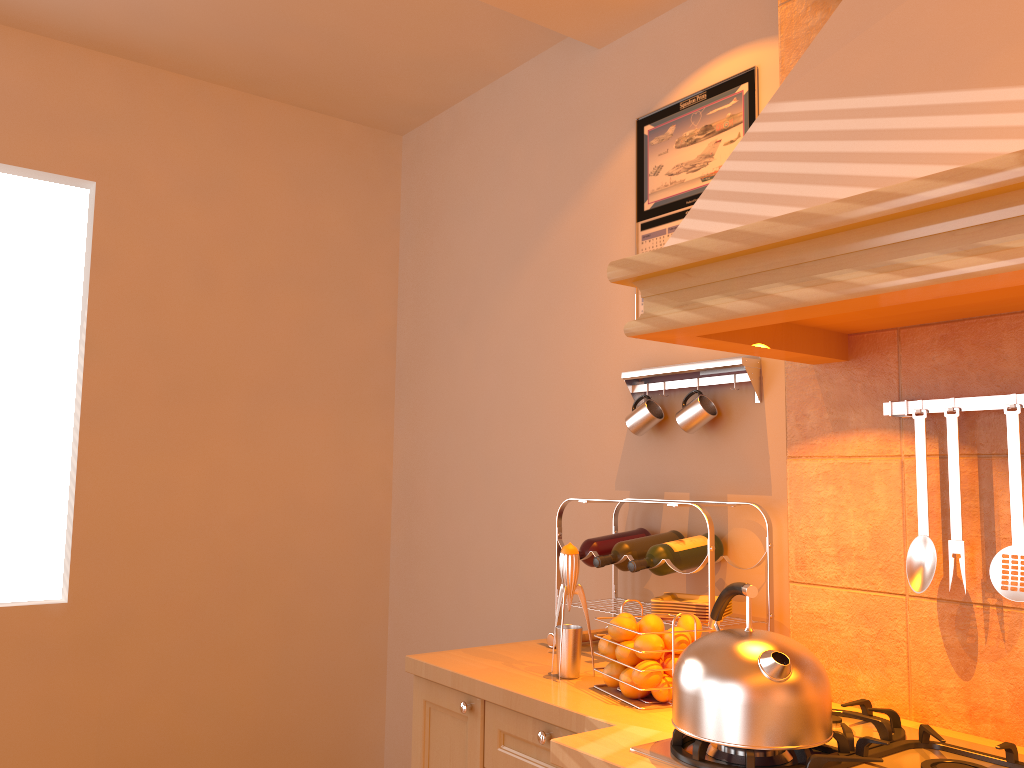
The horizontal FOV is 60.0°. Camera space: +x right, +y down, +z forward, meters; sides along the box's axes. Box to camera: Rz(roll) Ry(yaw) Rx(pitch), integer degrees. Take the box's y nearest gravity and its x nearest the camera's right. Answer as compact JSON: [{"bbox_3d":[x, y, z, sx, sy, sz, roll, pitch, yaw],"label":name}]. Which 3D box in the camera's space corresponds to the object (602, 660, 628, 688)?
[{"bbox_3d":[0.213,0.586,1.795,0.060,0.057,0.052,-1,-6,15],"label":"object"}]

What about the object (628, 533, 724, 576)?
[{"bbox_3d":[0.379,0.398,2.074,0.282,0.095,0.076,5,-8,-36],"label":"object"}]

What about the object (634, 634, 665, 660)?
[{"bbox_3d":[0.266,0.511,1.723,0.061,0.052,0.053,-2,-7,26],"label":"object"}]

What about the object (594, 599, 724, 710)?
[{"bbox_3d":[0.291,0.535,1.784,0.189,0.174,0.207,3,-7,-22],"label":"object"}]

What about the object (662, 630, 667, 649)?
[{"bbox_3d":[0.322,0.526,1.802,0.055,0.051,0.061,0,-6,8],"label":"object"}]

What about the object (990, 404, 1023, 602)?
[{"bbox_3d":[0.821,0.191,1.447,0.017,0.320,0.090,5,-8,-36],"label":"object"}]

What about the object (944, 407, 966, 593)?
[{"bbox_3d":[0.764,0.200,1.531,0.006,0.319,0.028,5,-8,-36],"label":"object"}]

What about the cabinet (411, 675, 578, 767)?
[{"bbox_3d":[0.630,1.000,0.973,1.141,0.840,2.850,5,-8,-36],"label":"cabinet"}]

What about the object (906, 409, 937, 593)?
[{"bbox_3d":[0.721,0.205,1.571,0.028,0.323,0.055,5,-8,-36],"label":"object"}]

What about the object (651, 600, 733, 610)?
[{"bbox_3d":[0.409,0.499,2.014,0.163,0.011,0.172,-2,-7,22],"label":"object"}]

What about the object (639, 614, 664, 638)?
[{"bbox_3d":[0.282,0.492,1.791,0.051,0.053,0.063,-1,-6,15],"label":"object"}]

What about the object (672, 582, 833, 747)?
[{"bbox_3d":[0.372,0.425,1.402,0.251,0.215,0.242,-4,-8,40],"label":"object"}]

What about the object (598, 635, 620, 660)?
[{"bbox_3d":[0.206,0.541,1.819,0.053,0.051,0.063,3,-7,-18],"label":"object"}]

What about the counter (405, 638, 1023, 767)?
[{"bbox_3d":[0.605,0.601,1.370,0.770,0.038,2.250,5,-8,-36],"label":"counter"}]

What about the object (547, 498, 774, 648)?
[{"bbox_3d":[0.348,0.469,2.118,0.221,0.379,0.572,5,-8,-36],"label":"object"}]

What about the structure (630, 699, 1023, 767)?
[{"bbox_3d":[0.621,0.544,1.230,0.494,0.051,0.797,5,-8,-36],"label":"structure"}]

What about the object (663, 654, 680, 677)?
[{"bbox_3d":[0.322,0.551,1.722,0.061,0.055,0.051,2,-6,-7],"label":"object"}]

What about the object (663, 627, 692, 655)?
[{"bbox_3d":[0.324,0.502,1.733,0.051,0.053,0.063,-2,-7,26],"label":"object"}]

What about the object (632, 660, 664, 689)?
[{"bbox_3d":[0.259,0.554,1.692,0.061,0.054,0.052,2,-6,-10],"label":"object"}]

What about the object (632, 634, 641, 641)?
[{"bbox_3d":[0.263,0.539,1.814,0.064,0.053,0.051,-1,-6,16],"label":"object"}]

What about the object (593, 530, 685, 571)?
[{"bbox_3d":[0.309,0.407,2.166,0.282,0.095,0.076,5,-8,-36],"label":"object"}]

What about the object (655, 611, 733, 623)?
[{"bbox_3d":[0.408,0.526,2.011,0.163,0.011,0.172,-2,-7,22],"label":"object"}]

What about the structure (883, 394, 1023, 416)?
[{"bbox_3d":[0.849,0.028,1.457,0.009,0.024,0.506,5,-8,-36],"label":"structure"}]

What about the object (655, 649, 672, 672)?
[{"bbox_3d":[0.303,0.550,1.746,0.051,0.053,0.062,-2,-7,21],"label":"object"}]

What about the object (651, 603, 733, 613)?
[{"bbox_3d":[0.409,0.506,2.014,0.163,0.011,0.172,-2,-7,22],"label":"object"}]

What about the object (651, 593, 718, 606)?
[{"bbox_3d":[0.409,0.493,2.015,0.163,0.011,0.172,-2,-7,22],"label":"object"}]

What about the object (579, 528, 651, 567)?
[{"bbox_3d":[0.240,0.416,2.258,0.282,0.095,0.076,5,-8,-36],"label":"object"}]

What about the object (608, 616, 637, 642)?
[{"bbox_3d":[0.223,0.494,1.785,0.053,0.051,0.063,4,-7,-29],"label":"object"}]

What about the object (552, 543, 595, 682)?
[{"bbox_3d":[0.116,0.493,1.948,0.101,0.288,0.088,5,-8,-36],"label":"object"}]

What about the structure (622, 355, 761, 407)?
[{"bbox_3d":[0.445,-0.001,2.253,0.069,0.118,0.405,5,-8,-36],"label":"structure"}]

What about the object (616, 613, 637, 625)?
[{"bbox_3d":[0.232,0.504,1.836,0.052,0.060,0.057,1,-6,1],"label":"object"}]

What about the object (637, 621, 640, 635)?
[{"bbox_3d":[0.281,0.519,1.855,0.063,0.051,0.053,5,-7,-31],"label":"object"}]

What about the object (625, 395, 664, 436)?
[{"bbox_3d":[0.349,0.081,2.333,0.066,0.111,0.103,7,-9,-43],"label":"object"}]

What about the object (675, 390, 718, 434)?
[{"bbox_3d":[0.455,0.068,2.191,0.066,0.111,0.103,7,-9,-43],"label":"object"}]

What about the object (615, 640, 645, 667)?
[{"bbox_3d":[0.236,0.537,1.765,0.062,0.053,0.052,3,-6,-15],"label":"object"}]

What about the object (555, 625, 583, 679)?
[{"bbox_3d":[0.124,0.582,1.927,0.060,0.106,0.060,-2,-7,21],"label":"object"}]

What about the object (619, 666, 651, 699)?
[{"bbox_3d":[0.246,0.587,1.743,0.064,0.063,0.074,-3,-7,33],"label":"object"}]

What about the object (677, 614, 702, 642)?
[{"bbox_3d":[0.358,0.495,1.792,0.050,0.060,0.059,-1,-6,13],"label":"object"}]

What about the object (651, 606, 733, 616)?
[{"bbox_3d":[0.409,0.513,2.013,0.163,0.011,0.172,-2,-7,22],"label":"object"}]

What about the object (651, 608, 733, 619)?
[{"bbox_3d":[0.409,0.519,2.012,0.163,0.011,0.172,-2,-7,22],"label":"object"}]

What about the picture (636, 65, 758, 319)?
[{"bbox_3d":[0.475,-0.469,2.324,0.009,0.605,0.417,5,-8,-36],"label":"picture"}]
